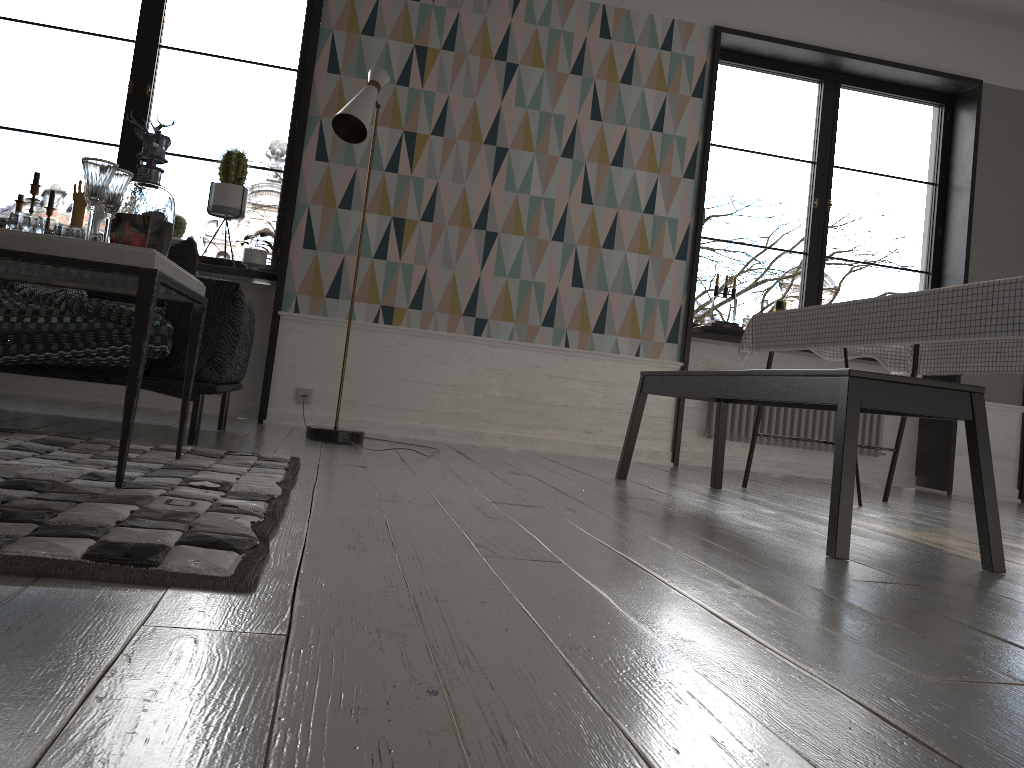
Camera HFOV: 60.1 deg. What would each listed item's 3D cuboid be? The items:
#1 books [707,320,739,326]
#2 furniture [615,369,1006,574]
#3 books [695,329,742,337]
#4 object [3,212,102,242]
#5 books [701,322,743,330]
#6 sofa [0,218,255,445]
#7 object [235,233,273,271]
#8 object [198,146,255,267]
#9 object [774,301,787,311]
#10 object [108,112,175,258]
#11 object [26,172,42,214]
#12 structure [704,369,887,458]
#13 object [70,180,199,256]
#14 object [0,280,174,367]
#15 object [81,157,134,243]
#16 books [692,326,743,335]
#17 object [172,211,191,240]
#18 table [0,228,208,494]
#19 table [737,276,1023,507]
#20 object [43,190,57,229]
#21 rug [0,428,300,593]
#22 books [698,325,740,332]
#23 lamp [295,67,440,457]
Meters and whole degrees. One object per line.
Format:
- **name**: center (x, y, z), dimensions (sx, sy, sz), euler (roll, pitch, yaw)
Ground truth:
- **books**: center (1.263, -0.361, 5.303), dimensions (0.153, 0.017, 0.123), euler (7, -1, -10)
- **furniture**: center (0.849, 0.203, 2.962), dimensions (0.465, 0.457, 1.666), euler (7, -1, -11)
- **books**: center (1.217, -0.300, 5.298), dimensions (0.267, 0.011, 0.161), euler (7, -1, -8)
- **object**: center (-1.158, -0.362, 2.251), dimensions (0.245, 0.088, 0.279), euler (7, -1, -33)
- **books**: center (1.257, -0.342, 5.305), dimensions (0.198, 0.022, 0.162), euler (7, -1, -10)
- **sofa**: center (-2.178, -0.305, 3.269), dimensions (2.336, 0.802, 0.968), euler (7, -2, -11)
- **object**: center (-1.373, -0.707, 4.718), dimensions (0.170, 0.204, 0.246), euler (7, -2, -9)
- **object**: center (-1.520, -0.959, 4.730), dimensions (0.234, 0.674, 0.229), euler (10, -5, -40)
- **object**: center (1.564, -0.383, 5.364), dimensions (0.194, 0.258, 0.114), euler (7, -4, -1)
- **object**: center (-0.975, -0.511, 2.369), dimensions (0.148, 0.419, 0.155), euler (6, -4, 8)
- **object**: center (-2.486, -0.923, 4.586), dimensions (0.123, 0.377, 0.122), euler (7, -4, -7)
- **structure**: center (1.786, 0.189, 5.525), dimensions (1.220, 0.430, 0.148), euler (7, -4, -13)
- **object**: center (-1.987, -0.876, 4.690), dimensions (0.661, 0.412, 0.134), euler (7, -4, -10)
- **object**: center (-1.534, -0.209, 3.096), dimensions (0.665, 0.330, 0.489), euler (7, -2, -16)
- **object**: center (-0.996, -0.417, 2.146), dimensions (0.082, 0.228, 0.167), euler (7, -3, 0)
- **books**: center (1.220, -0.315, 5.307), dimensions (0.271, 0.019, 0.183), euler (7, -1, -12)
- **object**: center (-1.850, -0.801, 4.761), dimensions (0.233, 0.284, 0.213), euler (9, -4, -37)
- **table**: center (-1.526, -0.109, 2.007), dimensions (1.453, 0.513, 0.731), euler (7, -2, -11)
- **table**: center (1.630, 0.129, 3.152), dimensions (0.930, 0.787, 2.022), euler (7, -1, -11)
- **object**: center (-2.432, -0.878, 4.645), dimensions (0.076, 0.302, 0.075), euler (5, -5, 19)
- **rug**: center (-1.742, 0.106, 1.791), dimensions (2.522, 0.034, 1.767), euler (7, -1, -11)
- **books**: center (1.230, -0.328, 5.306), dimensions (0.216, 0.011, 0.173), euler (7, -1, -5)
- **lamp**: center (-0.604, -0.579, 4.252), dimensions (0.678, 1.711, 1.243), euler (8, -3, -13)
